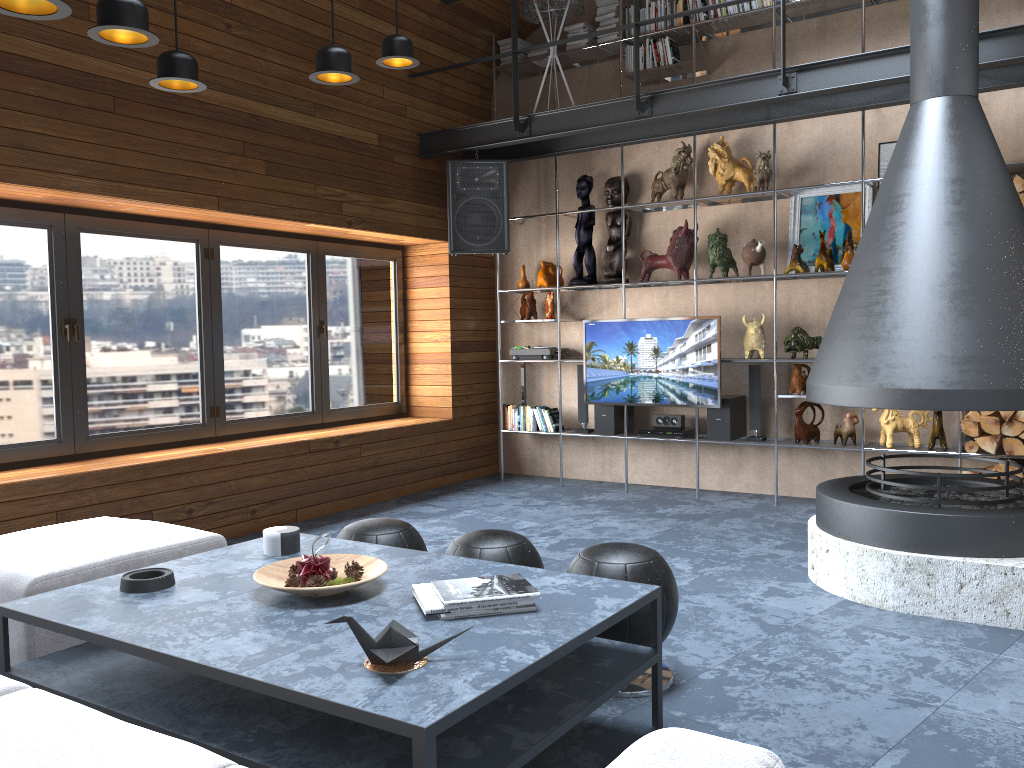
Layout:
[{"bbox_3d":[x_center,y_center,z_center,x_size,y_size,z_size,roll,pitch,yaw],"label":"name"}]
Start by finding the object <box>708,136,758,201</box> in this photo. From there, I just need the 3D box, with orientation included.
[{"bbox_3d":[1.575,-1.549,6.330,0.328,0.458,0.215,1,4,38],"label":"object"}]

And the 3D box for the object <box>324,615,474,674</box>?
[{"bbox_3d":[-0.262,0.589,2.060,0.240,0.117,0.250,1,4,41],"label":"object"}]

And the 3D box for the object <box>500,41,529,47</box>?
[{"bbox_3d":[0.039,-2.713,7.164,0.174,0.021,0.233,1,4,33],"label":"object"}]

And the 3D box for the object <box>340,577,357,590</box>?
[{"bbox_3d":[-0.476,0.581,2.584,0.039,0.039,0.048,1,3,30],"label":"object"}]

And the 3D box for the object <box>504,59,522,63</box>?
[{"bbox_3d":[0.048,-2.582,7.178,0.161,0.013,0.216,1,4,33],"label":"object"}]

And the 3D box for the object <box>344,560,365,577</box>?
[{"bbox_3d":[-0.484,0.573,2.731,0.063,0.061,0.061,1,3,33],"label":"object"}]

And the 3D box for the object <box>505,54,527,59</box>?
[{"bbox_3d":[0.042,-2.620,7.180,0.161,0.012,0.216,1,4,33],"label":"object"}]

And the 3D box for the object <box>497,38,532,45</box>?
[{"bbox_3d":[0.025,-2.747,7.163,0.182,0.016,0.246,1,4,33],"label":"object"}]

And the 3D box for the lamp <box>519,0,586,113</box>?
[{"bbox_3d":[0.298,-2.403,6.398,0.475,1.002,0.475,-3,3,-33],"label":"lamp"}]

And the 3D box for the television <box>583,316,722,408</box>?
[{"bbox_3d":[1.014,-0.159,6.435,1.075,0.638,0.115,1,3,33],"label":"television"}]

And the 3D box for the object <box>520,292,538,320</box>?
[{"bbox_3d":[0.130,-0.635,7.247,0.116,0.229,0.233,-2,3,-17],"label":"object"}]

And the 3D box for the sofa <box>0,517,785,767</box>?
[{"bbox_3d":[-1.261,0.741,2.289,4.035,0.693,2.205,1,4,33],"label":"sofa"}]

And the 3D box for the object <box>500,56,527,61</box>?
[{"bbox_3d":[0.039,-2.607,7.164,0.159,0.012,0.243,1,4,33],"label":"object"}]

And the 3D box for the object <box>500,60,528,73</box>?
[{"bbox_3d":[0.041,-2.563,7.167,0.176,0.025,0.234,1,4,33],"label":"object"}]

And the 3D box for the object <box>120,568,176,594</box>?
[{"bbox_3d":[-1.131,0.609,2.752,0.160,0.040,0.160,-1,3,11],"label":"object"}]

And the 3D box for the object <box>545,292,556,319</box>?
[{"bbox_3d":[0.302,-0.629,7.141,0.060,0.223,0.267,-2,3,-11],"label":"object"}]

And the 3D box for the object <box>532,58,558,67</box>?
[{"bbox_3d":[0.257,-2.553,7.026,0.161,0.012,0.201,1,4,33],"label":"object"}]

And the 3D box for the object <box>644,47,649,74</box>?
[{"bbox_3d":[0.996,-2.374,6.510,0.011,0.174,0.111,1,3,33],"label":"object"}]

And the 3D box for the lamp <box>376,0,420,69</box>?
[{"bbox_3d":[-0.568,-2.338,4.257,0.210,1.565,0.210,-2,3,-19],"label":"lamp"}]

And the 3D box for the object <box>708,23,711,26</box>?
[{"bbox_3d":[1.379,-2.632,6.264,0.051,0.202,0.145,1,3,33],"label":"object"}]

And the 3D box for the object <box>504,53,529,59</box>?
[{"bbox_3d":[0.046,-2.634,7.171,0.167,0.017,0.224,1,4,33],"label":"object"}]

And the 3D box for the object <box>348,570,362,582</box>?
[{"bbox_3d":[-0.474,0.581,2.675,0.043,0.042,0.042,1,4,36],"label":"object"}]

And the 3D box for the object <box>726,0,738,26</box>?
[{"bbox_3d":[1.538,-2.629,6.216,0.047,0.201,0.137,1,3,33],"label":"object"}]

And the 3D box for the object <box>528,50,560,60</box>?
[{"bbox_3d":[0.269,-2.586,7.031,0.176,0.025,0.262,1,4,33],"label":"object"}]

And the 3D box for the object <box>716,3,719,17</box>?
[{"bbox_3d":[1.473,-2.620,6.249,0.042,0.180,0.131,1,3,33],"label":"object"}]

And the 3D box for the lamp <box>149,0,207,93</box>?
[{"bbox_3d":[-1.323,-2.167,3.414,0.210,2.002,0.210,-2,3,-19],"label":"lamp"}]

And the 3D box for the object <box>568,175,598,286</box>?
[{"bbox_3d":[0.553,-1.205,6.949,0.244,0.879,0.244,-3,3,-28],"label":"object"}]

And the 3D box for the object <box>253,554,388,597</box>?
[{"bbox_3d":[-0.574,0.590,2.677,0.395,0.061,0.395,0,3,26],"label":"object"}]

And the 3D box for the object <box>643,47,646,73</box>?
[{"bbox_3d":[0.989,-2.375,6.518,0.009,0.178,0.112,1,3,33],"label":"object"}]

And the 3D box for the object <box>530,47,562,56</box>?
[{"bbox_3d":[0.283,-2.618,7.025,0.182,0.016,0.228,1,4,33],"label":"object"}]

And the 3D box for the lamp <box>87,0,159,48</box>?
[{"bbox_3d":[-1.254,-2.118,2.769,0.210,2.034,0.210,-2,3,-19],"label":"lamp"}]

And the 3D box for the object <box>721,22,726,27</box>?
[{"bbox_3d":[1.473,-2.620,6.248,0.041,0.177,0.127,1,3,33],"label":"object"}]

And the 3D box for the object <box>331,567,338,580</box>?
[{"bbox_3d":[-0.563,0.589,2.751,0.042,0.042,0.043,0,3,28],"label":"object"}]

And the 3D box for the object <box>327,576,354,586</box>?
[{"bbox_3d":[-0.511,0.594,2.638,0.073,0.034,0.081,0,3,21],"label":"object"}]

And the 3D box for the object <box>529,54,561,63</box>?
[{"bbox_3d":[0.262,-2.567,7.040,0.159,0.012,0.226,1,4,33],"label":"object"}]

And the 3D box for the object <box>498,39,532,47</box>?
[{"bbox_3d":[0.034,-2.731,7.157,0.182,0.016,0.246,1,4,33],"label":"object"}]

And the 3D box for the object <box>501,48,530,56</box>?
[{"bbox_3d":[0.050,-2.650,7.152,0.182,0.016,0.246,1,4,33],"label":"object"}]

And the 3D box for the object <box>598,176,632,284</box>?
[{"bbox_3d":[0.790,-1.180,6.822,0.237,0.840,0.305,1,4,35],"label":"object"}]

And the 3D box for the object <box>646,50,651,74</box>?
[{"bbox_3d":[1.009,-2.375,6.512,0.009,0.177,0.112,1,3,33],"label":"object"}]

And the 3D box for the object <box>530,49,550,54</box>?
[{"bbox_3d":[0.261,-2.604,7.020,0.161,0.013,0.201,1,4,33],"label":"object"}]

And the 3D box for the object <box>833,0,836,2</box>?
[{"bbox_3d":[2.088,-2.630,5.814,0.053,0.214,0.153,1,3,33],"label":"object"}]

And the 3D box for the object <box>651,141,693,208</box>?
[{"bbox_3d":[1.178,-1.545,6.543,0.328,0.442,0.207,0,3,26],"label":"object"}]

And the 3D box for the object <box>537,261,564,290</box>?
[{"bbox_3d":[0.315,-0.871,7.104,0.138,0.222,0.278,2,4,44],"label":"object"}]

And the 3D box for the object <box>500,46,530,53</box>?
[{"bbox_3d":[0.050,-2.666,7.152,0.182,0.016,0.246,1,4,33],"label":"object"}]

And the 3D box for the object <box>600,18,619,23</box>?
[{"bbox_3d":[0.786,-2.712,6.692,0.161,0.013,0.217,1,4,33],"label":"object"}]

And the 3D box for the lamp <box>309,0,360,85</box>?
[{"bbox_3d":[-0.764,-2.237,3.673,0.210,1.911,0.210,-2,3,-19],"label":"lamp"}]

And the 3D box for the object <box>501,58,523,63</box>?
[{"bbox_3d":[0.040,-2.595,7.182,0.161,0.013,0.218,1,4,33],"label":"object"}]

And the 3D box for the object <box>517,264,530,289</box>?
[{"bbox_3d":[0.103,-0.874,7.238,0.107,0.209,0.233,0,3,20],"label":"object"}]

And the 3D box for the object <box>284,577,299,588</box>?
[{"bbox_3d":[-0.643,0.585,2.591,0.044,0.042,0.042,1,4,33],"label":"object"}]

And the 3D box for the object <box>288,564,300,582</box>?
[{"bbox_3d":[-0.654,0.577,2.714,0.060,0.062,0.062,-1,3,-6],"label":"object"}]

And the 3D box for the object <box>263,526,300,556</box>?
[{"bbox_3d":[-0.822,0.560,3.166,0.126,0.081,0.126,-1,3,6],"label":"object"}]

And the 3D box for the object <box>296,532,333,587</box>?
[{"bbox_3d":[-0.594,0.532,2.663,0.105,0.172,0.118,-1,3,-5],"label":"object"}]

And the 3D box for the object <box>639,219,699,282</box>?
[{"bbox_3d":[1.151,-0.968,6.508,0.462,0.440,0.219,1,3,33],"label":"object"}]

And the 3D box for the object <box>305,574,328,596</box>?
[{"bbox_3d":[-0.567,0.583,2.571,0.064,0.062,0.061,-3,3,-26],"label":"object"}]

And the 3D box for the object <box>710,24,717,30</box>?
[{"bbox_3d":[1.414,-2.647,6.288,0.061,0.235,0.140,1,3,33],"label":"object"}]

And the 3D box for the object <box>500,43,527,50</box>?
[{"bbox_3d":[0.047,-2.689,7.148,0.180,0.028,0.252,1,4,33],"label":"object"}]

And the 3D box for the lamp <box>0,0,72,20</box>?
[{"bbox_3d":[-1.251,-2.091,2.183,0.210,2.273,0.210,-2,3,-19],"label":"lamp"}]

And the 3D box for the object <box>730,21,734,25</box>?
[{"bbox_3d":[1.523,-2.619,6.215,0.041,0.177,0.127,1,3,33],"label":"object"}]
